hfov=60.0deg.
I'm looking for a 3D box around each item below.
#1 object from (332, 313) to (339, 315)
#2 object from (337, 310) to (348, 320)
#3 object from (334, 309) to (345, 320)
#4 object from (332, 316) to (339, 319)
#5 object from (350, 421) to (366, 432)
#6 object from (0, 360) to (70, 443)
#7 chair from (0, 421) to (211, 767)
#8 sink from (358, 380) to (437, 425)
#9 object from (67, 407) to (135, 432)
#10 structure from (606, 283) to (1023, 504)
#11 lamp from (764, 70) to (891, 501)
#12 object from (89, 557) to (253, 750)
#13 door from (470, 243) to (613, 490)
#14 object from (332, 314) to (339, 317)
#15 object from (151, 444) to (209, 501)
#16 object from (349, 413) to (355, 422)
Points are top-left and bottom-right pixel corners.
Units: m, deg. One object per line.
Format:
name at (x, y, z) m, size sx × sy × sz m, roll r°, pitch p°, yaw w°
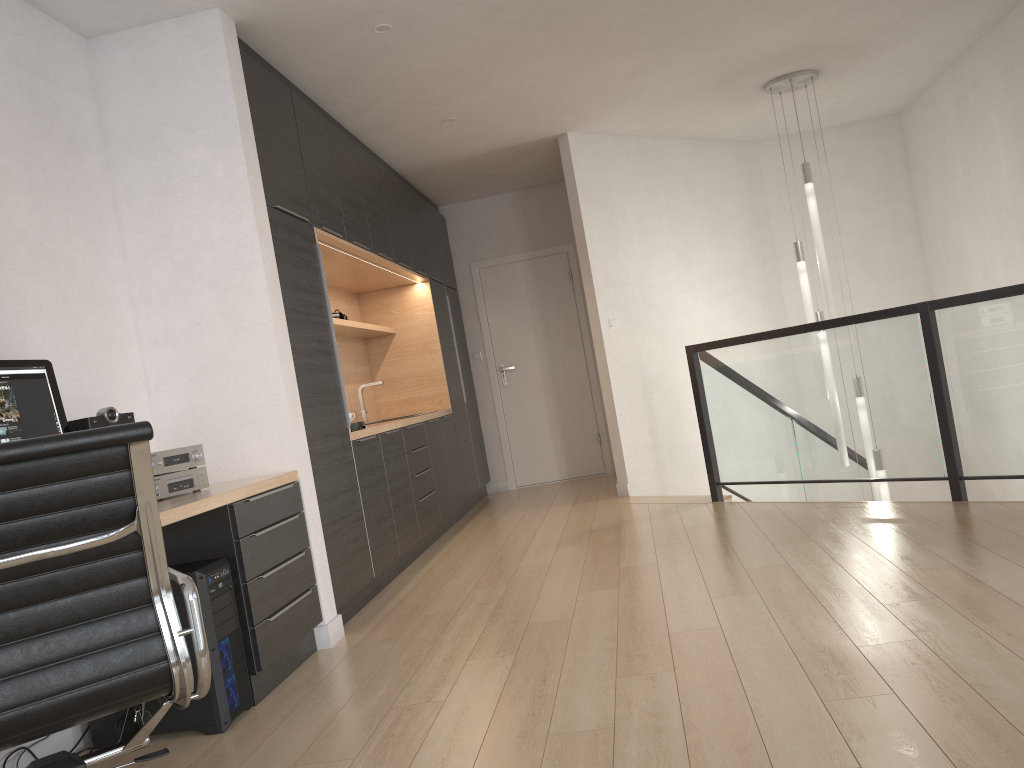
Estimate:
object at (-1.199, -0.439, 5.771) m, size 0.145 × 0.025 × 0.145 m, roll -10°, pitch 0°, yaw 21°
object at (-1.183, -0.466, 6.092) m, size 0.100 × 0.093 × 0.066 m, roll -10°, pitch 0°, yaw 17°
object at (-1.197, -0.458, 6.031) m, size 0.100 × 0.093 × 0.066 m, roll -10°, pitch 0°, yaw 22°
object at (-1.194, -0.415, 5.771) m, size 0.145 × 0.025 × 0.145 m, roll -10°, pitch 0°, yaw 21°
object at (-1.084, 0.091, 4.878) m, size 0.584 × 0.398 × 0.618 m, roll -10°, pitch 0°, yaw 8°
object at (-1.560, 0.197, 2.569) m, size 0.190 × 0.535 × 0.716 m, roll -10°, pitch 0°, yaw 12°
chair at (-0.988, 0.623, 1.798) m, size 0.664 × 0.991 × 0.699 m, roll -10°, pitch 0°, yaw -32°
sink at (-0.860, 0.225, 6.392) m, size 0.512 × 0.518 × 0.626 m, roll -10°, pitch 0°, yaw 7°
object at (-1.442, 0.270, 3.058) m, size 0.249 × 0.354 × 0.198 m, roll -10°, pitch 0°, yaw 22°
structure at (3.228, 1.591, 5.517) m, size 2.823 × 4.339 × 4.190 m, roll -10°, pitch 0°, yaw -38°
lamp at (2.083, -1.259, 6.151) m, size 0.359 × 6.725 × 0.359 m, roll -10°, pitch 0°, yaw 44°
object at (-1.165, 0.894, 2.973) m, size 0.474 × 0.527 × 0.215 m, roll -10°, pitch 0°, yaw 7°
door at (0.268, -0.151, 8.142) m, size 0.974 × 2.136 × 0.085 m, roll -10°, pitch 0°, yaw 7°
object at (-1.194, -0.427, 5.773) m, size 0.145 × 0.025 × 0.145 m, roll -10°, pitch 0°, yaw 21°
object at (-1.335, 0.343, 3.307) m, size 0.270 × 0.174 × 0.285 m, roll -10°, pitch 0°, yaw 22°
object at (-0.887, 0.190, 4.682) m, size 0.099 × 0.057 × 0.095 m, roll -10°, pitch 0°, yaw 10°
